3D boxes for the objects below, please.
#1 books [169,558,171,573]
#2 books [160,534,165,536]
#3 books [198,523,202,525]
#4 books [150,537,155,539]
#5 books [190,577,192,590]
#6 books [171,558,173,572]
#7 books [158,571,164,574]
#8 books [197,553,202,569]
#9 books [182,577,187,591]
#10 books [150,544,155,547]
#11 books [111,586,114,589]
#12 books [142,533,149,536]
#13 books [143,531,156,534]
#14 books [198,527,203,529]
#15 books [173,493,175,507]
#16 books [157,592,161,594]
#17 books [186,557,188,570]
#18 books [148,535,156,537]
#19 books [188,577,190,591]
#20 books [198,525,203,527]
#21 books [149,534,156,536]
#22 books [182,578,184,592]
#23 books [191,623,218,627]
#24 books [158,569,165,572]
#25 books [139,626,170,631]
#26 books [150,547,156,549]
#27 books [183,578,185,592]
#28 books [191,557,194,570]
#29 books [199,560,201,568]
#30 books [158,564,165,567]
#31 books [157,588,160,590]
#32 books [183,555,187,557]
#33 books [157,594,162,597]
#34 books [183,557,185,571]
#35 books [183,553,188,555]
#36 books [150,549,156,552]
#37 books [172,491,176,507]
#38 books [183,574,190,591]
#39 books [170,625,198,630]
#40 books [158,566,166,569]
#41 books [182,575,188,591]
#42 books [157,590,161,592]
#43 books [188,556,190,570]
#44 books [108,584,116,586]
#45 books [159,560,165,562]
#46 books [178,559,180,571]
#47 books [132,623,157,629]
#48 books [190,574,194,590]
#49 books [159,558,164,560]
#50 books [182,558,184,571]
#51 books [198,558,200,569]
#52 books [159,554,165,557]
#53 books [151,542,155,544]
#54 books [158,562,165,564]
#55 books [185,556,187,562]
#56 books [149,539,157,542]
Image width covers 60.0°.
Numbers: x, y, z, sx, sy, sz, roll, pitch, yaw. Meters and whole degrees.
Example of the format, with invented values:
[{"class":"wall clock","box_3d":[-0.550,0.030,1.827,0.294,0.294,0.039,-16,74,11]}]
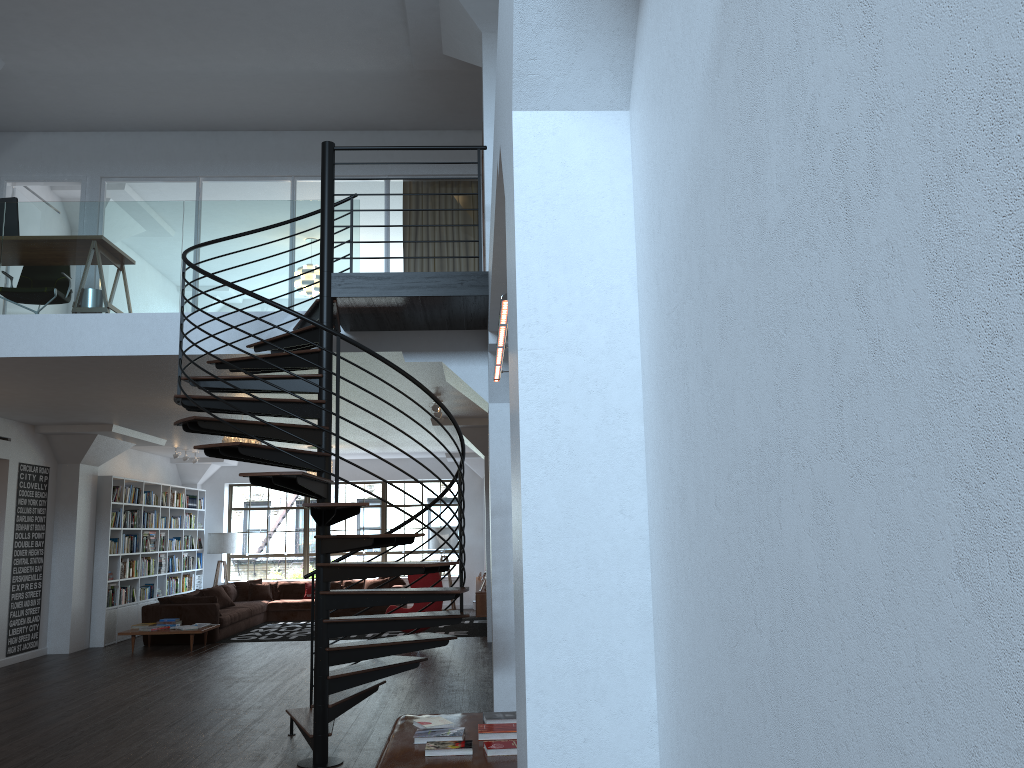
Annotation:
[{"class":"books","box_3d":[-5.992,3.139,15.335,0.174,0.243,0.085,-1,-9,-2]},{"class":"books","box_3d":[-6.002,2.555,14.966,0.223,0.031,0.161,-1,-9,-2]},{"class":"books","box_3d":[-6.100,2.693,16.997,0.254,0.032,0.174,-7,-11,32]},{"class":"books","box_3d":[-6.001,2.542,14.622,0.161,0.033,0.223,-1,-9,-2]},{"class":"books","box_3d":[-6.040,3.713,16.487,0.171,0.246,0.057,-1,-9,-2]},{"class":"books","box_3d":[-5.991,3.149,15.422,0.182,0.253,0.098,-1,-9,-2]},{"class":"books","box_3d":[-6.012,3.182,14.960,0.246,0.038,0.171,-1,-9,-2]},{"class":"books","box_3d":[-6.059,3.405,17.067,0.176,0.290,0.053,-1,-9,-2]},{"class":"books","box_3d":[-6.023,3.658,16.185,0.183,0.253,0.037,-1,-9,-2]},{"class":"books","box_3d":[-6.012,2.660,14.586,0.180,0.042,0.259,-1,-9,-2]},{"class":"books","box_3d":[-5.904,2.961,12.906,0.174,0.045,0.240,1,-10,-13]},{"class":"books","box_3d":[-5.967,2.422,14.241,0.174,0.045,0.240,-1,-9,-3]},{"class":"books","box_3d":[-5.989,2.456,14.649,0.129,0.043,0.185,-3,-10,12]},{"class":"books","box_3d":[-6.101,2.760,16.990,0.284,0.035,0.197,-6,-11,27]},{"class":"books","box_3d":[-6.029,2.043,15.592,0.171,0.246,0.057,-1,-9,-2]},{"class":"books","box_3d":[-6.039,3.508,14.875,0.284,0.033,0.197,2,-10,-17]},{"class":"books","box_3d":[-6.035,3.290,16.248,0.171,0.246,0.036,-1,-9,-2]},{"class":"books","box_3d":[-6.017,2.517,14.650,0.223,0.027,0.161,1,-10,-13]},{"class":"books","box_3d":[-6.032,3.682,16.303,0.189,0.247,0.057,-1,-9,-2]},{"class":"books","box_3d":[-6.101,2.726,16.996,0.284,0.033,0.197,-3,-10,12]},{"class":"books","box_3d":[-5.996,2.490,14.646,0.144,0.024,0.208,-2,-9,3]},{"class":"books","box_3d":[-6.021,3.629,16.006,0.183,0.253,0.036,-1,-9,-2]},{"class":"books","box_3d":[-4.333,3.376,12.440,0.256,0.035,0.350,-5,-10,23]},{"class":"books","box_3d":[-6.015,3.146,14.969,0.251,0.037,0.160,-2,-9,3]},{"class":"books","box_3d":[-4.877,3.330,12.087,0.236,0.035,0.340,-5,-10,22]},{"class":"books","box_3d":[-5.987,2.700,14.584,0.160,0.039,0.251,-2,-9,3]},{"class":"books","box_3d":[-6.018,3.635,16.042,0.183,0.253,0.037,-1,-9,-2]},{"class":"books","box_3d":[-6.047,3.356,16.586,0.168,0.228,0.139,-1,-9,-2]},{"class":"books","box_3d":[-6.056,3.428,16.960,0.161,0.213,0.146,-1,-9,-2]},{"class":"books","box_3d":[-6.008,3.067,14.993,0.231,0.044,0.168,0,-10,-7]},{"class":"books","box_3d":[-6.041,3.448,14.886,0.204,0.025,0.144,-1,-9,-2]},{"class":"books","box_3d":[-6.039,3.122,16.107,0.223,0.031,0.161,-1,-9,-2]},{"class":"books","box_3d":[-6.038,3.542,14.869,0.284,0.035,0.197,-1,-9,-2]},{"class":"books","box_3d":[-6.022,3.258,16.078,0.174,0.251,0.051,-1,-9,-2]},{"class":"books","box_3d":[-6.041,3.094,16.120,0.224,0.030,0.161,-3,-10,8]},{"class":"books","box_3d":[-5.984,2.739,14.580,0.171,0.039,0.246,-1,-9,-2]},{"class":"books","box_3d":[-6.036,2.035,15.677,0.176,0.290,0.053,-1,-9,-2]},{"class":"books","box_3d":[-6.017,3.665,16.358,0.140,0.298,0.044,-1,-9,-2]},{"class":"books","box_3d":[-4.475,3.320,12.095,0.342,0.040,0.231,-8,-12,37]},{"class":"books","box_3d":[-6.022,3.112,14.999,0.259,0.040,0.180,-1,-9,-2]},{"class":"books","box_3d":[-6.043,3.653,16.245,0.198,0.284,0.066,-1,-9,-2]},{"class":"books","box_3d":[-6.045,3.476,14.883,0.254,0.032,0.174,-2,-9,3]},{"class":"books","box_3d":[-6.039,3.306,16.367,0.183,0.253,0.042,-1,-9,-2]},{"class":"books","box_3d":[-5.896,2.921,12.891,0.223,0.027,0.161,-2,-10,7]},{"class":"books","box_3d":[-6.007,2.993,15.004,0.223,0.032,0.161,-1,-9,-2]},{"class":"books","box_3d":[-6.008,3.227,15.795,0.161,0.222,0.084,-1,-9,-2]},{"class":"books","box_3d":[-5.137,3.385,12.416,0.241,0.045,0.334,-1,-9,-1]},{"class":"books","box_3d":[-6.046,3.705,16.572,0.176,0.290,0.053,-1,-9,-2]},{"class":"books","box_3d":[-5.984,2.962,14.996,0.161,0.026,0.223,1,-10,-13]},{"class":"books","box_3d":[-6.021,3.266,16.035,0.161,0.223,0.030,-1,-9,-2]},{"class":"books","box_3d":[-6.048,3.418,16.911,0.161,0.213,0.118,-1,-9,-2]},{"class":"books","box_3d":[-5.997,2.906,15.005,0.185,0.041,0.129,-3,-10,12]},{"class":"books","box_3d":[-6.000,2.619,14.607,0.168,0.045,0.231,0,-10,-7]},{"class":"books","box_3d":[-6.013,3.026,14.992,0.253,0.040,0.183,-1,-9,-2]},{"class":"books","box_3d":[-6.036,3.277,16.181,0.183,0.253,0.039,-1,-9,-2]},{"class":"books","box_3d":[-5.993,2.576,14.610,0.183,0.042,0.253,-1,-9,-2]}]
